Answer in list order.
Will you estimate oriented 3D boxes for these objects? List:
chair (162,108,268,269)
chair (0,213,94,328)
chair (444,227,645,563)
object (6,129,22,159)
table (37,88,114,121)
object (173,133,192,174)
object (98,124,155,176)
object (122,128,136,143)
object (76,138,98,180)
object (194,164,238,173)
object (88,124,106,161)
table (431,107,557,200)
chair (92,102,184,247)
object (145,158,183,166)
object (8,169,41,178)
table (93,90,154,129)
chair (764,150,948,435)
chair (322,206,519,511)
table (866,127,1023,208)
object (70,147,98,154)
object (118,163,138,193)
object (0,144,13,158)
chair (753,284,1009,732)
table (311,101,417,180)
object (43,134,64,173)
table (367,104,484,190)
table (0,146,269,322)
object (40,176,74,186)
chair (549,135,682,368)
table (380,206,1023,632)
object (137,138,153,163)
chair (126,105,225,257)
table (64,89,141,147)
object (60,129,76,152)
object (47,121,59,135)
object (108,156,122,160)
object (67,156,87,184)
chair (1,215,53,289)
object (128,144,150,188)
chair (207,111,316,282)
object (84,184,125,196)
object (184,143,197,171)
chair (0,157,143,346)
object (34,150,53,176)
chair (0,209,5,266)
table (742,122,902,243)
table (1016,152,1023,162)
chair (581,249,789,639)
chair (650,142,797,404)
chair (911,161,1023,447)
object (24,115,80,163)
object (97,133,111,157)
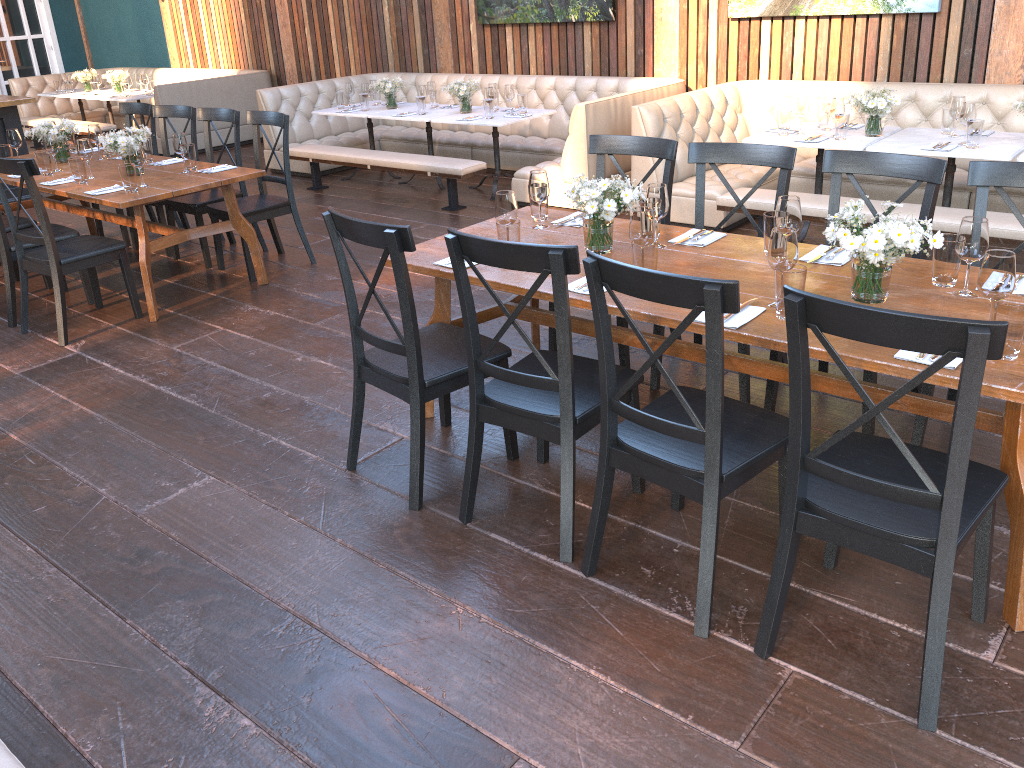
[{"bbox_3d":[-2.151,-1.398,6.249,0.481,0.997,0.548,14,28,37],"label":"chair"},{"bbox_3d":[-2.965,-0.940,5.348,0.482,0.997,0.547,16,29,40],"label":"chair"},{"bbox_3d":[0.125,-0.040,2.933,0.480,0.997,0.548,13,27,35],"label":"chair"},{"bbox_3d":[-3.474,-1.660,6.199,0.092,0.239,0.094,-4,22,-1],"label":"object"},{"bbox_3d":[-6.048,-3.788,12.483,0.805,0.657,0.811,15,29,37],"label":"table"},{"bbox_3d":[-2.053,-1.437,5.509,0.093,0.239,0.094,-13,24,-22],"label":"object"},{"bbox_3d":[-2.395,-1.454,5.517,0.329,0.302,0.343,-8,24,-11],"label":"object"},{"bbox_3d":[-2.511,-1.557,5.836,0.092,0.239,0.094,-6,22,-6],"label":"object"},{"bbox_3d":[-2.647,-1.401,5.512,0.093,0.239,0.093,16,29,40],"label":"object"},{"bbox_3d":[-1.877,-1.355,5.572,0.159,0.018,0.259,16,31,37],"label":"object"},{"bbox_3d":[-2.898,-1.688,6.183,0.093,0.239,0.094,13,27,35],"label":"object"},{"bbox_3d":[-0.134,-2.027,7.776,0.805,0.657,0.811,15,29,37],"label":"table"},{"bbox_3d":[-3.013,-1.655,6.934,0.481,0.997,0.548,14,28,37],"label":"chair"},{"bbox_3d":[-2.327,-1.490,5.932,0.159,0.018,0.259,16,31,37],"label":"object"},{"bbox_3d":[-3.175,-1.394,5.835,0.159,0.018,0.259,16,31,37],"label":"object"},{"bbox_3d":[-4.794,-3.414,11.484,0.805,0.657,0.811,15,29,36],"label":"table"},{"bbox_3d":[1.335,-0.360,3.474,0.482,0.997,0.547,18,30,42],"label":"chair"},{"bbox_3d":[-0.330,-0.160,3.260,0.546,0.997,0.483,-22,28,-38],"label":"chair"},{"bbox_3d":[2.712,-1.179,5.510,0.805,0.657,0.811,15,30,37],"label":"table"},{"bbox_3d":[-3.191,-1.745,6.613,0.159,0.018,0.259,16,31,37],"label":"object"},{"bbox_3d":[-2.183,-1.173,5.045,0.092,0.154,0.094,-8,23,-12],"label":"object"},{"bbox_3d":[-3.479,-1.564,6.088,0.092,0.154,0.093,-17,26,-30],"label":"object"},{"bbox_3d":[0.963,0.220,2.242,0.481,0.997,0.548,14,28,37],"label":"chair"},{"bbox_3d":[-1.389,-2.400,8.774,0.805,0.657,0.811,15,29,36],"label":"table"},{"bbox_3d":[-3.023,-1.521,5.829,0.093,0.239,0.094,13,27,35],"label":"object"},{"bbox_3d":[-0.761,-2.214,8.275,0.805,0.657,0.811,15,30,37],"label":"table"},{"bbox_3d":[-2.740,-1.100,6.015,2.451,0.713,0.965,16,30,37],"label":"table"},{"bbox_3d":[-2.790,-1.272,5.514,0.159,0.018,0.259,16,31,37],"label":"object"},{"bbox_3d":[0.474,-0.616,4.159,0.481,0.997,0.548,14,28,37],"label":"chair"},{"bbox_3d":[0.727,-0.067,3.255,2.451,0.713,0.965,16,30,37],"label":"table"},{"bbox_3d":[-2.478,-1.580,5.985,0.092,0.154,0.094,-1,22,7],"label":"object"},{"bbox_3d":[-2.582,-1.526,6.591,0.480,0.997,0.549,12,27,33],"label":"chair"},{"bbox_3d":[-5.421,-3.601,11.983,0.805,0.657,0.811,15,30,37],"label":"table"},{"bbox_3d":[-3.340,-1.837,6.674,0.092,0.154,0.093,-13,24,-21],"label":"object"},{"bbox_3d":[-3.382,-1.813,6.525,0.092,0.239,0.094,5,23,20],"label":"object"},{"bbox_3d":[-2.736,-1.612,6.267,0.159,0.018,0.259,16,31,37],"label":"object"},{"bbox_3d":[-2.641,-1.302,5.393,0.092,0.154,0.093,-13,24,-21],"label":"object"},{"bbox_3d":[-3.412,-1.060,5.673,0.480,0.997,0.549,12,27,33],"label":"chair"},{"bbox_3d":[-2.178,-1.274,5.167,0.093,0.239,0.093,16,29,40],"label":"object"},{"bbox_3d":[-1.721,-1.270,5.906,0.482,0.997,0.547,18,30,42],"label":"chair"},{"bbox_3d":[-2.343,-1.138,5.156,0.159,0.018,0.259,16,31,37],"label":"object"},{"bbox_3d":[-2.049,-1.439,5.616,0.092,0.154,0.094,-8,23,-12],"label":"object"},{"bbox_3d":[-2.535,-0.812,5.005,0.480,0.997,0.549,12,27,33],"label":"chair"},{"bbox_3d":[-3.025,-1.430,5.729,0.093,0.154,0.093,-23,29,-39],"label":"object"},{"bbox_3d":[-3.819,-1.201,6.041,0.482,0.997,0.547,18,30,42],"label":"chair"},{"bbox_3d":[2.085,-1.366,6.009,0.805,0.657,0.811,15,29,36],"label":"table"},{"bbox_3d":[3.339,-0.992,5.011,0.805,0.657,0.811,15,29,37],"label":"table"},{"bbox_3d":[0.528,0.094,2.580,0.546,0.997,0.482,-23,29,-40],"label":"chair"},{"bbox_3d":[0.905,-0.488,3.816,0.480,0.997,0.549,12,27,33],"label":"chair"},{"bbox_3d":[1.766,-0.232,3.131,0.481,0.997,0.548,14,28,37],"label":"chair"},{"bbox_3d":[-3.183,-1.704,6.179,0.331,0.302,0.342,13,28,33],"label":"object"},{"bbox_3d":[-2.907,-1.696,6.292,0.092,0.154,0.093,-13,24,-21],"label":"object"}]
